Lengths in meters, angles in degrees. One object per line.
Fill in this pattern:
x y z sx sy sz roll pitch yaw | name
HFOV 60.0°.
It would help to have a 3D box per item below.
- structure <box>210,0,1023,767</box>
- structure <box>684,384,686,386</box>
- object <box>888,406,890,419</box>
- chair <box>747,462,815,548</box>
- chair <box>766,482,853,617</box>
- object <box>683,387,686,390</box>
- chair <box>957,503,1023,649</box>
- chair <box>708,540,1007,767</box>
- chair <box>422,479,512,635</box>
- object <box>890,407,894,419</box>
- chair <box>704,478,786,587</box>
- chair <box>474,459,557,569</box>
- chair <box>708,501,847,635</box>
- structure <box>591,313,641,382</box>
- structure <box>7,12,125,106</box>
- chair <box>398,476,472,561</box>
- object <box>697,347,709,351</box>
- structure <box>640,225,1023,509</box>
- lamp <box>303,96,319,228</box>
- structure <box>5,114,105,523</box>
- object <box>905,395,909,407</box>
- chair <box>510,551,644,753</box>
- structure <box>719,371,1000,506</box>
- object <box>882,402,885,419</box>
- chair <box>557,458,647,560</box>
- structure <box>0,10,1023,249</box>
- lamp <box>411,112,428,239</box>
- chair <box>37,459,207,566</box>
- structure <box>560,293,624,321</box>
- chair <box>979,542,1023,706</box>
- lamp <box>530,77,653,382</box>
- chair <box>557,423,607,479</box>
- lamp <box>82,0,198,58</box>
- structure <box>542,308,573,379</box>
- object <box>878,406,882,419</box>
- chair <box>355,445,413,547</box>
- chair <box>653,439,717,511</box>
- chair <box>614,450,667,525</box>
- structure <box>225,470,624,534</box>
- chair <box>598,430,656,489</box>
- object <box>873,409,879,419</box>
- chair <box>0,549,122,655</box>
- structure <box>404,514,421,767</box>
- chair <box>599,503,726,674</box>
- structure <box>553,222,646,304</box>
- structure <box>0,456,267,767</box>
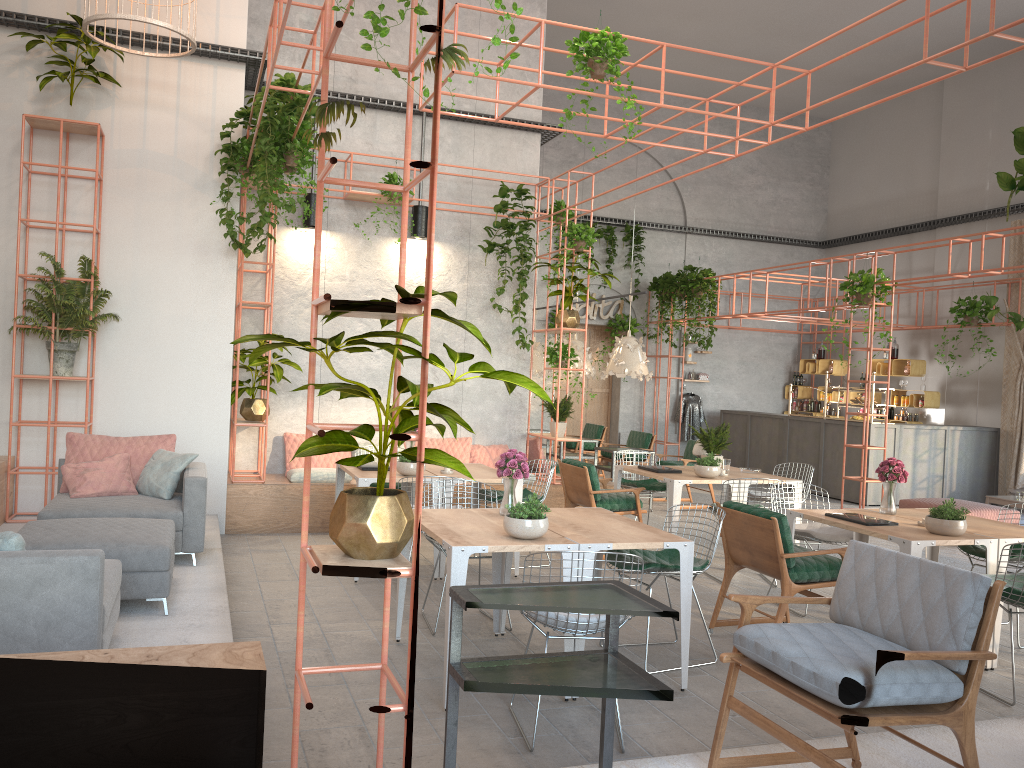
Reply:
-1.045 -0.815 9.796 4.501 4.345 14.096 3 1 -21 | structure
3.382 0.022 17.321 0.066 0.044 0.019 3 1 -20 | structure
6.576 0.476 15.495 0.065 0.280 0.065 3 1 24 | object
2.678 1.276 9.040 0.717 0.941 0.565 2 1 -23 | chair
2.369 1.282 6.957 0.565 0.941 0.717 3 1 -18 | chair
3.354 0.095 17.297 0.093 0.121 0.049 3 1 -17 | object
3.622 1.346 6.422 0.717 0.941 0.565 2 1 -23 | chair
1.202 1.075 3.149 0.685 0.929 0.722 3 1 -20 | chair
-0.323 1.163 6.055 0.565 0.941 0.717 3 1 -18 | chair
6.651 0.476 15.525 0.074 0.287 0.072 3 1 12 | object
2.051 1.258 7.828 0.565 0.941 0.717 3 1 -3 | chair
0.020 1.160 8.097 0.717 0.941 0.565 2 1 -23 | chair
1.782 1.269 5.852 0.685 0.917 0.722 3 1 -20 | chair
2.015 -0.804 16.948 0.950 1.527 0.921 2 1 -21 | structure
-3.920 -2.905 7.940 0.934 0.803 0.903 3 1 42 | structure
-0.608 1.142 6.885 0.565 0.941 0.717 3 1 -3 | chair
3.736 -0.691 17.364 0.263 0.101 0.013 3 1 -20 | object
6.568 0.094 10.821 4.157 4.247 14.689 3 1 -20 | structure
-2.164 -2.437 9.719 0.179 1.425 0.185 3 1 -20 | lamp
-4.144 -0.569 8.073 0.624 3.596 0.424 3 1 -20 | structure
6.664 0.289 14.948 0.069 0.191 0.069 3 1 -2 | object
0.304 1.209 4.307 0.565 0.941 0.717 3 1 -3 | chair
5.890 0.823 15.591 2.579 2.022 4.057 3 1 -20 | structure
6.493 0.467 15.460 0.066 0.291 0.066 2 1 -35 | object
0.839 1.199 8.470 0.685 0.917 0.722 3 1 -20 | chair
1.845 -2.978 8.771 15.603 0.110 15.203 3 1 -20 | structure
-1.027 -2.387 10.123 0.179 1.425 0.185 3 1 -20 | lamp
-2.948 0.966 6.819 1.127 0.672 1.052 3 1 -20 | chair
1.503 -1.457 16.648 1.312 0.505 0.063 3 1 -20 | structure
2.995 1.328 5.210 0.565 0.941 0.717 3 1 -3 | chair
1.030 -2.104 13.509 0.704 4.052 4.456 3 1 -20 | lamp
1.199 1.156 15.451 0.685 0.930 0.722 3 1 -20 | chair
-3.045 -4.638 7.447 0.883 3.476 0.883 3 1 33 | lamp
0.786 -0.877 16.467 0.921 1.527 0.950 3 1 14 | structure
6.459 0.487 15.536 0.082 0.246 0.082 3 1 13 | object
-1.234 1.095 8.633 0.565 0.941 0.717 3 1 -18 | chair
2.366 1.243 12.149 0.685 0.929 0.722 3 1 -20 | chair
1.425 1.212 9.575 0.565 0.941 0.717 3 1 -18 | chair
-1.747 1.260 12.287 4.386 0.500 5.831 3 1 -20 | structure
1.776 1.199 13.817 0.685 0.930 0.722 3 1 -20 | chair
6.430 0.485 15.633 0.072 0.248 0.094 3 1 -20 | object
-2.437 0.972 4.158 1.056 0.586 1.127 3 1 -20 | chair
-0.361 -0.332 2.342 0.748 3.623 0.722 3 1 -20 | structure
0.931 1.227 5.519 0.717 0.941 0.565 2 1 -23 | chair
1.583 -2.292 16.541 1.939 1.514 0.856 2 1 -25 | structure
-3.002 0.776 4.005 3.396 1.111 9.152 3 1 -20 | structure
